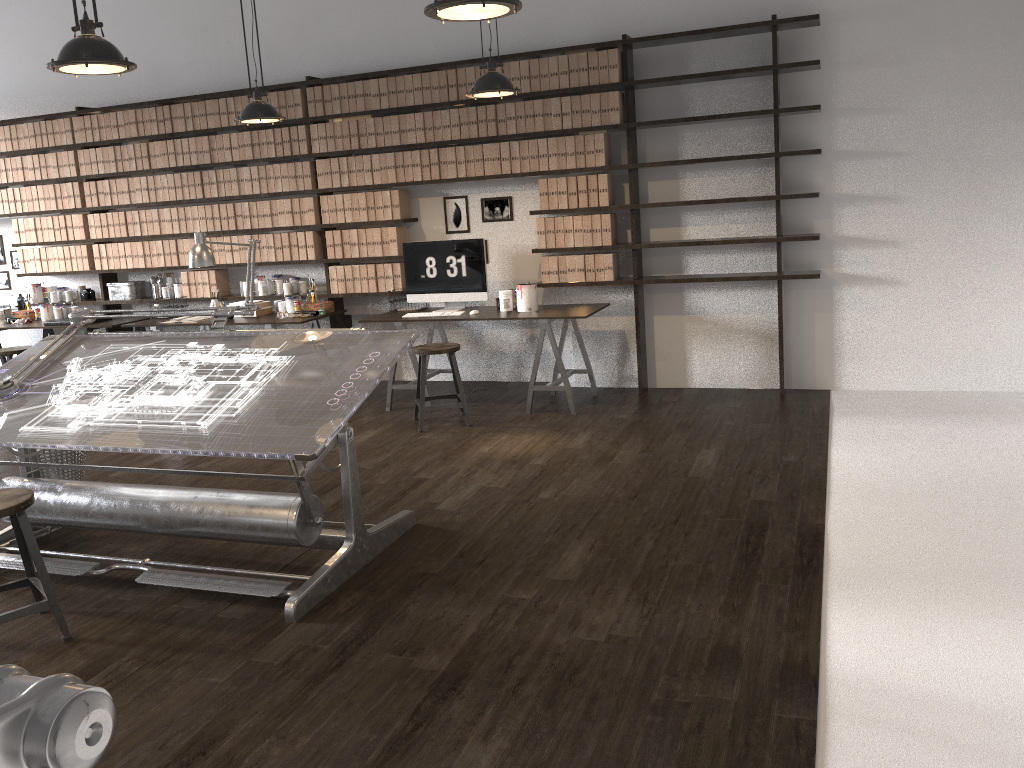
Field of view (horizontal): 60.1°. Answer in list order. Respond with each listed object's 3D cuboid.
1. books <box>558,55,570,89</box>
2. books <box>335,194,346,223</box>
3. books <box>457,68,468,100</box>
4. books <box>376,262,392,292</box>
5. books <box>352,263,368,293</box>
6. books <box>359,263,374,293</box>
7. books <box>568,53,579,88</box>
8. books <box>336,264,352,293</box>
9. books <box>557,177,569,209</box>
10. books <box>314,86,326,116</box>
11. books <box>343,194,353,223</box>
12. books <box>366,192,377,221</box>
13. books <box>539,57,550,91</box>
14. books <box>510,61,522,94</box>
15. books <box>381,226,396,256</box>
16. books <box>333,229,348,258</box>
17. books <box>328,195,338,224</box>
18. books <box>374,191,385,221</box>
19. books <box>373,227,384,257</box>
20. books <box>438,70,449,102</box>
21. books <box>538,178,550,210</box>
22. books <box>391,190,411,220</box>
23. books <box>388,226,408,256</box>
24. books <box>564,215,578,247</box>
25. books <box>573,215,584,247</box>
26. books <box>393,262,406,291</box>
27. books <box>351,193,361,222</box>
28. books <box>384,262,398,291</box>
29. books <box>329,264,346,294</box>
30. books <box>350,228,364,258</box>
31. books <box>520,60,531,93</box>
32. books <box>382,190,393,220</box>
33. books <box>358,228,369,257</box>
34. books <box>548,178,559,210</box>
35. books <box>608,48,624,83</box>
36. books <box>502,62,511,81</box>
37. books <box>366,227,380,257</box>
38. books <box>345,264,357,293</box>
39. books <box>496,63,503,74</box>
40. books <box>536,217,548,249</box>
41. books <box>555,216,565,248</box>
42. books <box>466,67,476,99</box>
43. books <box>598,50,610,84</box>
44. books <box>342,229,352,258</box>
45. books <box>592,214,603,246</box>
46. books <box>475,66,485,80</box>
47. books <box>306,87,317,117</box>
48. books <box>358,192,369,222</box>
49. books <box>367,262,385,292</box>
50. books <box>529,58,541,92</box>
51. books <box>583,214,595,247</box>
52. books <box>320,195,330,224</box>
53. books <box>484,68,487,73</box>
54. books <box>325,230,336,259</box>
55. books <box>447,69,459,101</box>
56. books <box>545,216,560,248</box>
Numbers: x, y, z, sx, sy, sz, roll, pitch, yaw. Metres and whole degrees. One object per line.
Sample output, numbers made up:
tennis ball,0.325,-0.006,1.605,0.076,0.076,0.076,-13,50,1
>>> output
books,0.386,-2.166,6.175,0.066,0.224,0.176,-1,10,20
books,-1.304,-1.375,6.949,0.067,0.224,0.176,-1,10,20
books,-0.329,-2.173,6.447,0.066,0.224,0.176,-1,10,20
books,-0.983,-0.834,6.933,0.066,0.224,0.176,-1,10,20
books,-1.185,-0.835,7.005,0.066,0.224,0.176,-1,10,20
books,-1.123,-0.835,6.985,0.066,0.224,0.176,-1,10,20
books,0.453,-2.165,6.149,0.067,0.224,0.176,-1,10,20
books,-1.314,-0.835,7.048,0.066,0.224,0.176,-1,10,20
books,0.386,-1.362,6.322,0.066,0.224,0.176,-1,10,20
books,-1.446,-2.181,6.856,0.067,0.224,0.176,-1,10,20
books,-1.236,-1.375,6.925,0.066,0.224,0.176,-1,10,20
books,-1.050,-1.374,6.859,0.066,0.224,0.176,-1,10,20
books,0.255,-2.169,6.231,0.066,0.224,0.176,-1,10,20
books,0.054,-2.169,6.301,0.066,0.224,0.176,-1,10,20
books,-0.935,-1.104,6.864,0.066,0.224,0.176,-1,10,20
books,-1.332,-1.107,7.007,0.067,0.224,0.176,-1,10,20
books,-1.369,-1.377,6.977,0.066,0.224,0.176,-1,10,20
books,-0.983,-1.374,6.835,0.066,0.224,0.176,-1,10,20
books,-0.999,-1.104,6.883,0.067,0.224,0.176,-1,10,20
books,-0.469,-2.174,6.499,0.066,0.224,0.176,-1,10,20
books,0.254,-1.363,6.375,0.066,0.224,0.176,-1,10,20
books,-0.850,-1.373,6.786,0.066,0.224,0.176,-1,10,20
books,-0.876,-1.103,6.841,0.066,0.224,0.176,-1,10,20
books,0.433,-1.093,6.354,0.066,0.224,0.176,-1,10,20
books,0.500,-1.091,6.326,0.066,0.224,0.176,-1,10,20
books,-0.850,-0.833,6.883,0.066,0.224,0.176,-1,10,20
books,-1.176,-1.375,6.905,0.066,0.224,0.176,-1,10,20
books,-0.918,-0.832,6.904,0.066,0.224,0.176,-1,10,20
books,-1.380,-0.837,7.077,0.066,0.224,0.176,-1,10,20
books,-1.194,-1.106,6.957,0.066,0.224,0.176,-1,10,20
books,0.121,-2.169,6.274,0.067,0.224,0.176,-1,10,20
books,-0.918,-1.372,6.806,0.066,0.224,0.176,-1,10,20
books,-1.127,-1.106,6.937,0.066,0.224,0.176,-1,10,20
books,0.321,-1.363,6.351,0.066,0.224,0.176,-1,10,20
books,0.715,-2.164,6.056,0.066,0.224,0.176,-1,10,20
books,-0.004,-2.170,6.325,0.066,0.224,0.176,-1,10,20
books,-1.060,-1.106,6.912,0.066,0.224,0.176,-1,10,20
books,-1.246,-0.835,7.023,0.067,0.224,0.176,-1,10,20
books,-0.068,-2.170,6.344,0.067,0.224,0.176,-1,10,20
books,0.236,-1.094,6.426,0.067,0.224,0.176,-1,10,20
books,0.369,-1.094,6.382,0.066,0.224,0.176,-1,10,20
books,-0.264,-2.172,6.418,0.066,0.224,0.176,-1,10,20
books,0.651,-2.165,6.084,0.066,0.224,0.176,-1,10,20
books,-1.259,-1.107,6.986,0.066,0.224,0.176,-1,10,20
books,0.623,-1.091,6.285,0.066,0.224,0.176,-1,10,20
books,-0.196,-2.172,6.397,0.066,0.224,0.176,-1,10,20
books,-1.514,-2.183,6.887,0.066,0.224,0.176,-1,10,20
books,-1.115,-1.374,6.878,0.067,0.224,0.176,-1,10,20
books,-1.055,-0.833,6.954,0.067,0.224,0.176,-1,10,20
books,0.189,-2.169,6.253,0.066,0.224,0.176,-1,10,20
books,0.562,-1.091,6.303,0.067,0.224,0.176,-1,10,20
books,-1.434,-1.378,7.003,0.066,0.224,0.176,-1,10,20
books,-0.130,-2.172,6.372,0.066,0.224,0.176,-1,10,20
books,-1.399,-1.108,7.038,0.066,0.224,0.176,-1,10,20
books,-0.401,-2.173,6.468,0.067,0.224,0.176,-1,10,20
books,0.303,-1.094,6.405,0.066,0.224,0.176,-1,10,20
